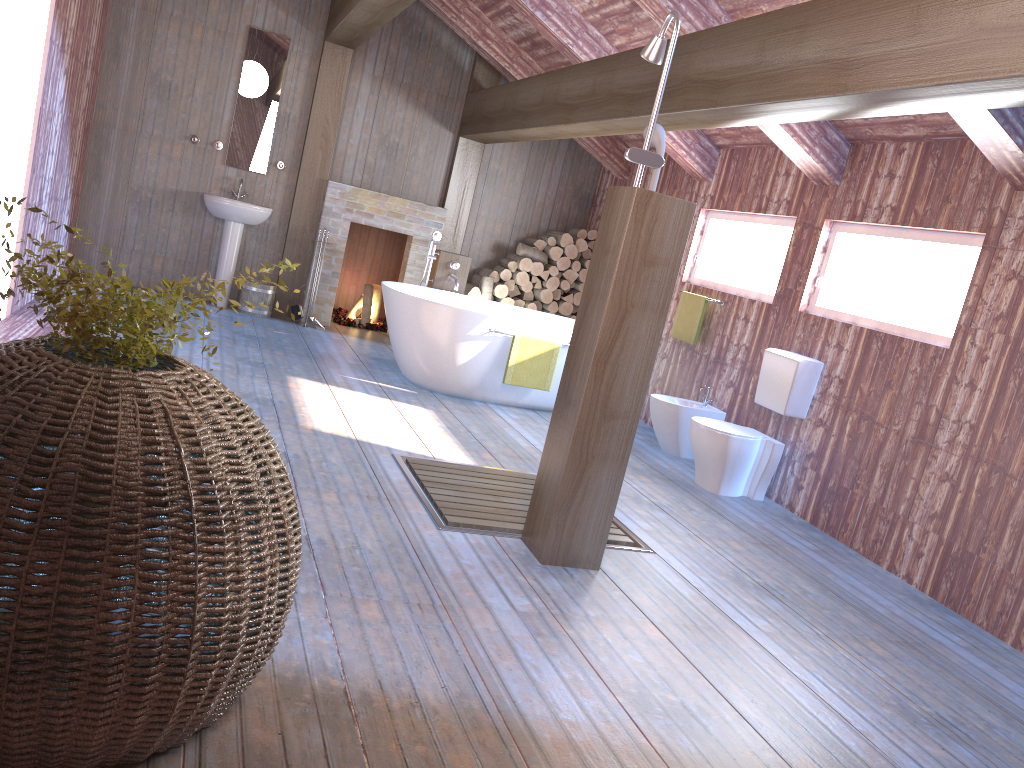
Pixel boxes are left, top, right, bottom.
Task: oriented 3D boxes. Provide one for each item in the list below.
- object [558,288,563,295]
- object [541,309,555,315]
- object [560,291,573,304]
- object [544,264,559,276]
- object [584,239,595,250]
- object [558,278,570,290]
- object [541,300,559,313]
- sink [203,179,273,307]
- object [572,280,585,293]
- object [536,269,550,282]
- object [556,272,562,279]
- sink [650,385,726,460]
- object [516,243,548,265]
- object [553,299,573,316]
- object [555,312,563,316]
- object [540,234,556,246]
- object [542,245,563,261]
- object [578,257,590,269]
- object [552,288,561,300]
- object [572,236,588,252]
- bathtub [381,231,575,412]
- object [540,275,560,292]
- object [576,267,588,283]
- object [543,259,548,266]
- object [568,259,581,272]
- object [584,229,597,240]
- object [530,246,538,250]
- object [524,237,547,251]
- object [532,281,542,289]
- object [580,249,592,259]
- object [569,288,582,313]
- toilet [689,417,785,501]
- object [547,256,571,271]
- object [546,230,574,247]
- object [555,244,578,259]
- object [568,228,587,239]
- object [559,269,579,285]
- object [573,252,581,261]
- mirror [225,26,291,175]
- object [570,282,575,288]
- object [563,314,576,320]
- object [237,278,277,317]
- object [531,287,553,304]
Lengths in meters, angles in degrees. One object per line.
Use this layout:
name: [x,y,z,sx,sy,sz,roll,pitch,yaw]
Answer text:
object: [0.448,-0.923,8.773,0.065,0.069,0.177,10,10,-21]
object: [0.330,-0.679,8.776,0.116,0.117,0.289,10,10,-23]
object: [0.490,-0.891,8.809,0.115,0.112,0.423,10,10,-20]
object: [0.337,-1.135,8.693,0.102,0.109,0.438,10,10,-20]
object: [0.724,-1.402,8.818,0.081,0.100,0.281,10,10,-21]
object: [0.451,-1.008,8.765,0.102,0.109,0.438,10,10,-20]
object: [0.352,-0.784,8.762,0.114,0.113,0.301,10,10,-23]
sink: [-2.463,-1.228,7.770,0.582,1.143,0.475,10,10,-21]
object: [0.633,-0.986,8.834,0.102,0.109,0.438,10,10,-20]
object: [0.239,-1.081,8.673,0.109,0.124,0.424,10,10,-21]
object: [0.401,-1.072,8.711,0.095,0.090,0.278,10,10,-19]
sink: [1.177,0.239,6.172,0.515,0.517,0.335,10,10,-20]
object: [0.192,-1.249,8.509,0.302,0.157,0.121,10,10,-20]
object: [0.460,-0.780,8.835,0.137,0.133,0.437,10,10,-22]
object: [0.394,-0.691,8.935,0.118,0.106,0.319,10,10,-23]
object: [0.353,-1.396,8.626,0.094,0.097,0.227,10,10,-20]
object: [0.352,-1.303,8.680,0.139,0.148,0.458,10,10,-20]
object: [0.691,-1.207,8.798,0.102,0.109,0.438,10,10,-20]
object: [0.378,-0.909,8.752,0.111,0.118,0.302,10,10,-21]
object: [0.606,-1.382,8.749,0.133,0.142,0.456,10,10,-19]
bathtub: [-0.043,-0.444,6.688,1.935,1.109,1.460,14,9,1]
object: [0.327,-1.008,8.725,0.136,0.157,0.439,10,10,-20]
object: [0.651,-1.102,8.815,0.147,0.152,0.439,10,10,-20]
object: [0.255,-1.229,8.751,0.121,0.124,0.291,10,10,-20]
object: [0.559,-1.187,8.758,0.089,0.106,0.437,10,10,-19]
object: [0.745,-1.482,8.789,0.112,0.113,0.271,10,10,-20]
object: [0.156,-1.294,8.700,0.113,0.130,0.291,10,10,-20]
object: [0.224,-1.367,8.706,0.140,0.121,0.319,10,10,-19]
object: [0.220,-0.995,8.696,0.085,0.096,0.280,10,10,-20]
object: [0.699,-1.308,8.816,0.107,0.115,0.269,10,10,-19]
object: [0.582,-0.830,8.866,0.137,0.256,0.439,10,10,-20]
toilet: [1.295,0.456,5.416,0.534,0.400,0.375,10,10,-20]
object: [0.427,-1.198,8.713,0.143,0.151,0.440,10,10,-20]
object: [0.463,-1.422,8.689,0.135,0.139,0.456,10,10,-19]
object: [0.495,-1.322,8.705,0.141,0.143,0.437,10,10,-22]
object: [0.642,-1.476,8.754,0.104,0.121,0.270,10,10,-20]
object: [0.493,-1.087,8.793,0.172,0.151,0.482,10,10,-19]
object: [0.567,-1.287,8.847,0.132,0.119,0.319,10,10,-19]
mirror: [-2.226,-2.469,7.767,0.350,1.199,0.009,10,10,-21]
object: [0.562,-1.005,8.854,0.088,0.092,0.280,10,10,-20]
object: [0.525,-0.656,8.902,0.139,0.137,0.455,10,10,-22]
object: [-2.275,-0.768,7.920,0.309,0.290,0.308,12,9,-10]
object: [0.259,-0.896,8.730,0.141,0.143,0.437,10,10,-22]
